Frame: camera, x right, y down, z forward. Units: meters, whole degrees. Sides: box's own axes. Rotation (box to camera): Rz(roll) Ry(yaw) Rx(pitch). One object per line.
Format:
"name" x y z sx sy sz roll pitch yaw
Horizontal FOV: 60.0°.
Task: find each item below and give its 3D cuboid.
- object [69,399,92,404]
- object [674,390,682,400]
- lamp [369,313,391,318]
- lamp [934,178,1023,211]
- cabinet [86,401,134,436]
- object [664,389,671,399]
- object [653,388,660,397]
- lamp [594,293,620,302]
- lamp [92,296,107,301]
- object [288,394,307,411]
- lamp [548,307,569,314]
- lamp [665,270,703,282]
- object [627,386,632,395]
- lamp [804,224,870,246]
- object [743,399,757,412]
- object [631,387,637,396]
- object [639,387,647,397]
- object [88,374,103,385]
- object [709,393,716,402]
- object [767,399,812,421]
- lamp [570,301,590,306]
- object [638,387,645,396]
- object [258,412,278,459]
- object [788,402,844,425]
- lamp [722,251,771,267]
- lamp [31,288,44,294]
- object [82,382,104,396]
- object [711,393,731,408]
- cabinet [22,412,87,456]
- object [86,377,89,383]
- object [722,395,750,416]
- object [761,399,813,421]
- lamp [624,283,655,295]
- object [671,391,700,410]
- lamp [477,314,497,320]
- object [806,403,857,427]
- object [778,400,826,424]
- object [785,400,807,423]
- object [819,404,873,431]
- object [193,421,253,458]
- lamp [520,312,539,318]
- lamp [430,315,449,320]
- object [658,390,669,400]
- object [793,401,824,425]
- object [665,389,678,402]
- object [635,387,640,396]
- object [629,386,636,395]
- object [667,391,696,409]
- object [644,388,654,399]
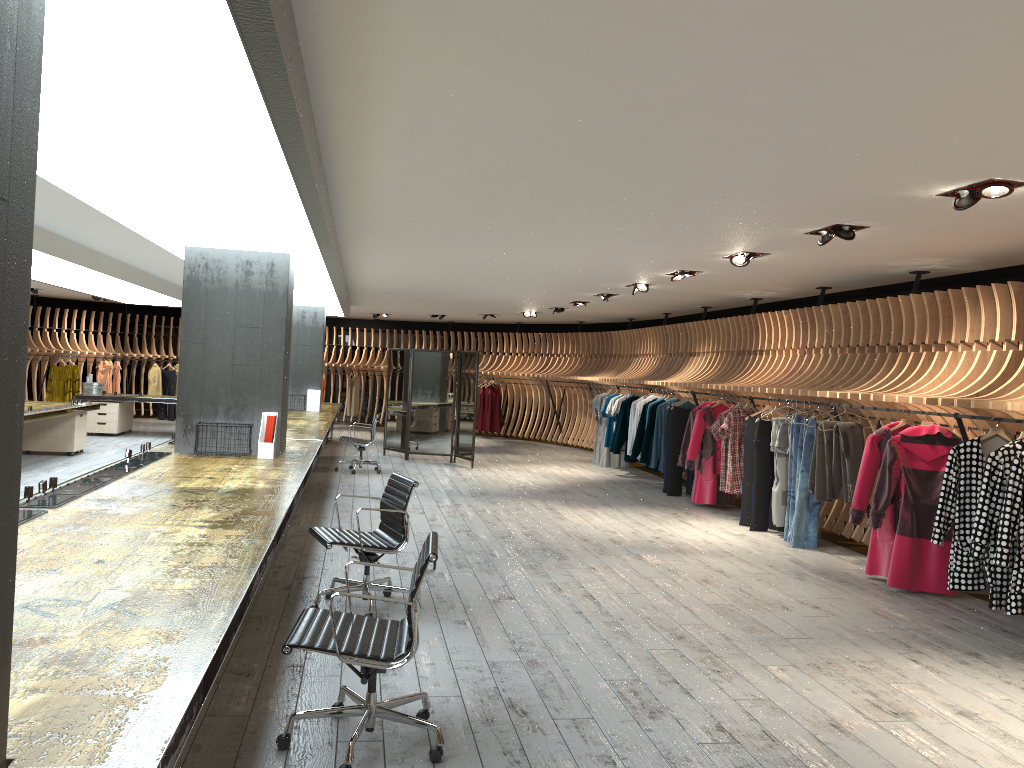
"object" -6.698 0.280 13.778 0.302 0.074 0.217 3 1 -15
"object" 2.373 0.219 12.667 0.525 0.270 0.012 3 0 0
"lamp" -3.069 -1.674 20.748 0.493 0.292 0.269 3 0 23
"lamp" 2.709 -1.157 5.099 0.269 0.294 0.493 3 1 -10
"cabinet" -7.738 0.645 17.056 0.593 0.630 1.132 3 1 -10
"object" 2.299 0.210 13.095 0.525 0.270 0.012 3 0 -10
"object" 2.218 0.195 13.626 0.525 0.270 0.012 3 0 -10
"lamp" 1.379 -1.341 12.962 0.269 0.286 0.493 3 1 -10
"lamp" -8.858 -1.941 19.165 0.269 0.297 0.492 3 1 40
"object" -3.695 0.313 14.874 0.459 0.289 0.329 3 0 -7
"lamp" 0.844 -1.410 16.106 0.269 0.291 0.493 3 1 -14
"lamp" 1.911 -1.264 9.817 0.269 0.296 0.493 3 1 -10
"object" 2.009 0.180 14.898 0.524 0.285 0.013 3 0 -15
"lamp" 2.443 -1.195 6.672 0.269 0.291 0.493 3 1 -10
"object" 2.759 0.279 10.325 0.524 0.286 0.015 3 0 -25
"object" 2.027 0.184 14.611 0.524 0.284 0.014 3 0 0
"object" 2.112 0.189 14.225 0.525 0.270 0.012 3 0 -5
"object" -7.891 -0.083 16.777 0.262 0.204 0.088 3 0 -11
"object" 2.580 0.248 11.417 0.525 0.270 0.012 3 0 -10
"object" 2.940 0.286 9.311 0.549 0.250 0.023 3 0 -8
"lamp" 1.113 -1.373 14.534 0.269 0.294 0.493 3 1 -10
"object" 2.105 0.187 14.353 0.525 0.270 0.012 3 0 -10
"object" -2.116 0.444 7.690 0.129 0.383 0.240 3 0 -10
"object" 3.039 0.303 8.826 0.548 0.256 0.023 3 0 16
"lamp" 2.177 -1.234 8.244 0.269 0.284 0.493 3 1 -10
"lamp" -9.712 -1.967 17.826 0.269 0.293 0.492 3 1 23
"object" -7.947 0.093 16.823 0.303 0.239 0.498 3 1 -9
"object" 2.643 0.255 11.179 0.525 0.270 0.012 3 0 0
"cabinet" -7.122 0.728 13.406 1.131 0.630 0.593 3 0 -10
"object" -7.979 -0.080 16.675 0.062 0.109 0.062 3 0 -44
"object" 2.730 0.267 10.536 0.525 0.270 0.012 3 0 -10
"object" 2.924 0.279 9.405 0.549 0.243 0.023 3 0 27
"lamp" 1.644 -1.297 11.389 0.269 0.301 0.493 3 1 -10
"object" 2.450 0.232 12.194 0.525 0.270 0.012 3 0 -5
"lamp" -0.481 -1.517 18.965 0.269 0.292 0.493 3 1 -42
"object" 3.077 0.300 8.505 0.549 0.243 0.023 3 0 -8
"object" 2.988 0.289 9.049 0.549 0.243 0.023 3 0 -3
"object" 2.957 0.284 9.204 0.023 0.243 0.549 3 0 42
"object" 3.137 0.316 8.321 0.547 0.262 0.023 3 0 -8
"object" -2.460 0.479 7.574 0.459 0.289 0.330 3 0 -12
"lamp" 0.374 -1.457 17.628 0.269 0.287 0.493 3 1 -29
"lamp" -1.656 -1.591 20.029 0.493 0.294 0.269 3 0 35
"object" 2.269 0.207 13.297 0.525 0.270 0.012 3 0 -5
"object" 3.000 0.293 8.942 0.549 0.243 0.023 2 0 -38
"object" 2.336 0.214 12.989 0.525 0.270 0.012 3 0 -10
"object" 2.079 0.184 14.432 0.525 0.270 0.012 3 0 -10
"object" 2.014 0.171 14.783 0.525 0.270 0.012 3 0 -25
"object" 2.430 0.228 12.373 0.525 0.270 0.012 3 0 15
"object" 2.177 0.190 13.857 0.525 0.270 0.012 3 0 -5
